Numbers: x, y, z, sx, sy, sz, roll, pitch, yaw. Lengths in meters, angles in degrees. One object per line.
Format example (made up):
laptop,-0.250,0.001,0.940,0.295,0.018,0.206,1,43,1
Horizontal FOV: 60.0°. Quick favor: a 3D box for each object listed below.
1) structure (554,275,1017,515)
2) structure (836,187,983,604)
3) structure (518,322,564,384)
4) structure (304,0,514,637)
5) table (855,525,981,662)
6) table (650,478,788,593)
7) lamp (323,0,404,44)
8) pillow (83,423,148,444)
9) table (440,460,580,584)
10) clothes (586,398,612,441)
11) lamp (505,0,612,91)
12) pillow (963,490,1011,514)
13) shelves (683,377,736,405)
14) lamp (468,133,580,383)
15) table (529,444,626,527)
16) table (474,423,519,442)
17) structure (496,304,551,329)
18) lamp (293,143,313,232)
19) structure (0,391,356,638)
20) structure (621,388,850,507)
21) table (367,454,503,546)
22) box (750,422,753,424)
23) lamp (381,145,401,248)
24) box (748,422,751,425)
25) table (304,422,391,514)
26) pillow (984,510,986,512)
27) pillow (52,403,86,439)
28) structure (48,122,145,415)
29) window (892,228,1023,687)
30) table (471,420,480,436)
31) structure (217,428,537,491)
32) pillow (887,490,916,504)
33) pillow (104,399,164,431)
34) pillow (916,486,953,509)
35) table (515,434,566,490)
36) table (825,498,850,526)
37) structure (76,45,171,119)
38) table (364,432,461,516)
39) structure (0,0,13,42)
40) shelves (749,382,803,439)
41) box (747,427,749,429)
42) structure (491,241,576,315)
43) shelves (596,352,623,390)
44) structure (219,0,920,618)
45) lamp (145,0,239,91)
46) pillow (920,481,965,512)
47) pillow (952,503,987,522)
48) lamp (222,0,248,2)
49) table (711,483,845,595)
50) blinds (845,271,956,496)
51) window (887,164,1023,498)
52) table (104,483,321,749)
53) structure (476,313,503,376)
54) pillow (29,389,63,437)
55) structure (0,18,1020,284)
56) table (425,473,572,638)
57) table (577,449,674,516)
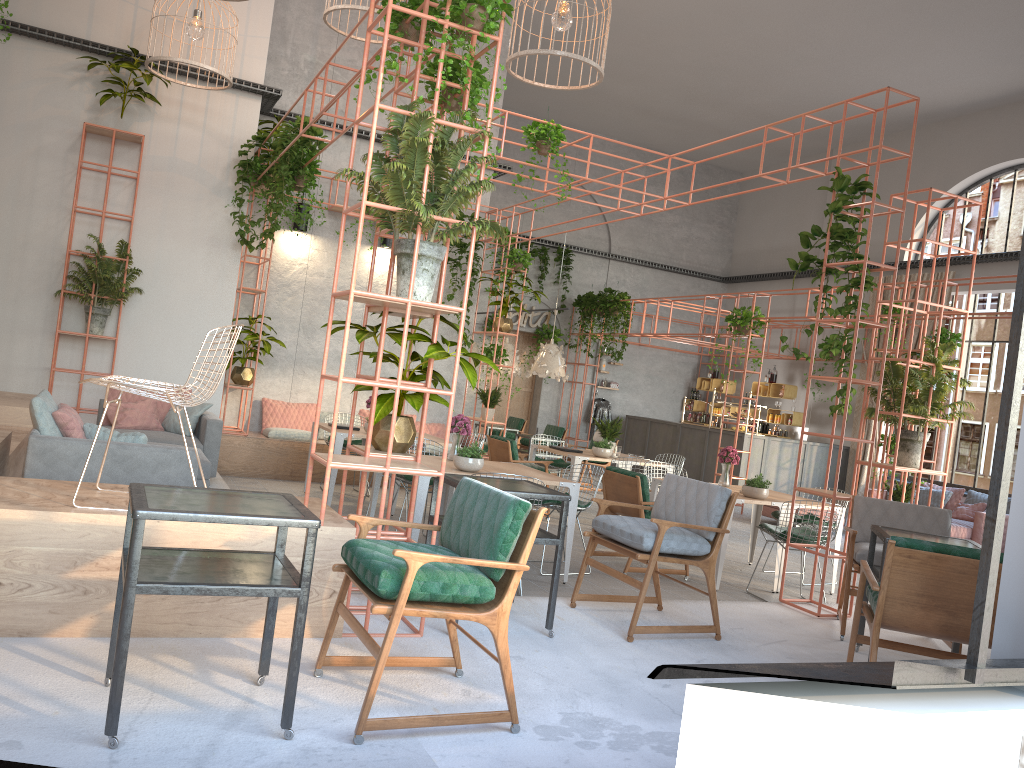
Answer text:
structure,5.635,0.504,13.634,4.157,4.247,14.689,8,0,-24
structure,3.352,0.216,7.497,0.624,3.602,0.424,8,0,-24
structure,0.663,-0.780,19.353,0.950,1.527,0.921,8,0,-26
structure,-0.477,-0.496,4.594,0.748,3.623,0.722,8,0,-24
table,2.399,1.301,5.183,0.602,0.798,0.635,8,0,16
table,1.904,1.422,8.474,0.694,0.830,1.205,8,0,-24
lamp,-1.271,-5.400,9.139,0.883,3.476,0.883,8,0,28
pillow,-2.679,0.453,6.077,0.499,0.324,0.307,8,0,11
table,-0.053,1.149,7.635,0.694,0.830,1.214,8,0,-24
clothes,1.978,0.819,19.816,0.625,0.997,0.366,8,0,-44
lamp,0.608,-4.510,7.946,0.883,3.476,0.883,8,0,28
pillow,7.211,1.898,13.474,0.273,0.476,0.836,8,0,-24
shelves,4.466,0.798,19.965,0.328,1.838,1.750,8,0,-24
lamp,0.090,-2.155,15.851,0.704,4.052,4.456,8,0,-24
table,0.749,1.258,11.002,0.694,0.830,1.205,8,0,-24
table,-0.319,1.154,15.810,0.635,0.798,0.602,8,0,-24
structure,0.236,-1.474,19.014,1.312,0.505,0.063,8,0,-24
lamp,-2.727,-2.751,11.803,0.179,1.425,0.185,8,0,-24
structure,-3.336,0.385,6.018,3.396,1.111,9.152,8,0,-24
structure,4.490,1.168,18.324,2.579,2.022,4.057,8,0,-24
table,-0.679,1.065,7.344,0.694,0.830,1.205,8,0,-24
box,5.055,0.862,18.662,0.058,0.093,0.122,8,0,-24
lamp,-1.636,-2.606,12.302,0.179,1.425,0.185,8,0,-24
box,4.983,0.852,18.636,0.058,0.093,0.122,8,0,-13
table,-1.799,0.919,9.835,0.694,0.830,1.205,8,0,-24
pillow,7.050,1.923,13.038,0.308,0.349,0.495,8,0,25
pillow,-3.040,0.355,6.169,0.289,0.385,0.666,8,0,-24
structure,-4.707,-1.055,9.981,0.624,3.596,0.424,8,0,-24
window,0.422,-1.951,2.206,4.126,5.544,0.089,8,0,-24
table,-1.038,1.060,17.408,0.635,0.798,0.602,8,0,-24
structure,-2.844,0.965,14.373,4.386,0.500,5.831,8,0,-24
pillow,6.330,1.862,14.345,0.500,0.324,0.307,8,0,11
pillow,-3.767,0.296,8.859,0.479,0.317,0.441,8,0,-43
pillow,6.705,1.862,14.254,0.289,0.385,0.666,8,0,-24
table,0.400,1.248,14.212,0.635,0.798,0.602,8,0,-24
table,5.372,2.079,13.902,0.520,0.455,0.916,8,0,-24
structure,-4.278,-3.364,9.883,0.934,0.803,0.903,8,0,37
table,-1.172,1.002,10.127,0.694,0.830,1.214,8,0,-24
structure,-3.890,-3.133,6.274,0.670,1.290,1.434,8,0,-24
shelves,5.253,0.901,18.217,0.328,1.838,1.750,8,0,-24
box,4.935,0.940,18.616,0.058,0.093,0.122,8,0,-24
structure,0.394,-2.298,18.920,1.939,1.514,0.856,8,0,-30
shelves,2.180,-0.279,19.841,0.560,0.790,0.186,8,0,-24
structure,-1.758,-1.041,11.965,4.501,4.345,14.096,8,0,-26
lamp,-3.221,-5.017,9.478,0.883,3.476,0.883,8,0,28
pillow,6.850,1.849,14.304,0.276,0.474,0.839,8,0,-24
pillow,6.912,1.924,13.472,0.441,0.317,0.479,8,0,-43
lamp,-2.498,-5.344,7.939,0.883,3.476,0.883,8,0,28
table,2.531,1.505,8.765,0.694,0.830,1.214,8,0,-24
blinds,7.522,0.247,14.564,0.414,4.389,4.957,8,0,-23
window,8.207,-0.910,14.677,0.089,5.538,4.127,8,0,-24
table,-1.135,0.831,3.316,0.635,0.798,0.602,8,0,-24
structure,-0.509,-0.956,18.769,0.921,1.527,0.950,8,0,9
pillow,-3.177,0.304,6.119,0.276,0.474,0.839,8,0,-24
structure,1.381,-2.952,11.205,15.603,0.110,15.203,8,0,-24
table,-0.117,0.968,5.078,0.635,0.798,0.602,8,0,-24
table,1.376,1.341,11.293,0.694,0.830,1.214,8,0,-24
